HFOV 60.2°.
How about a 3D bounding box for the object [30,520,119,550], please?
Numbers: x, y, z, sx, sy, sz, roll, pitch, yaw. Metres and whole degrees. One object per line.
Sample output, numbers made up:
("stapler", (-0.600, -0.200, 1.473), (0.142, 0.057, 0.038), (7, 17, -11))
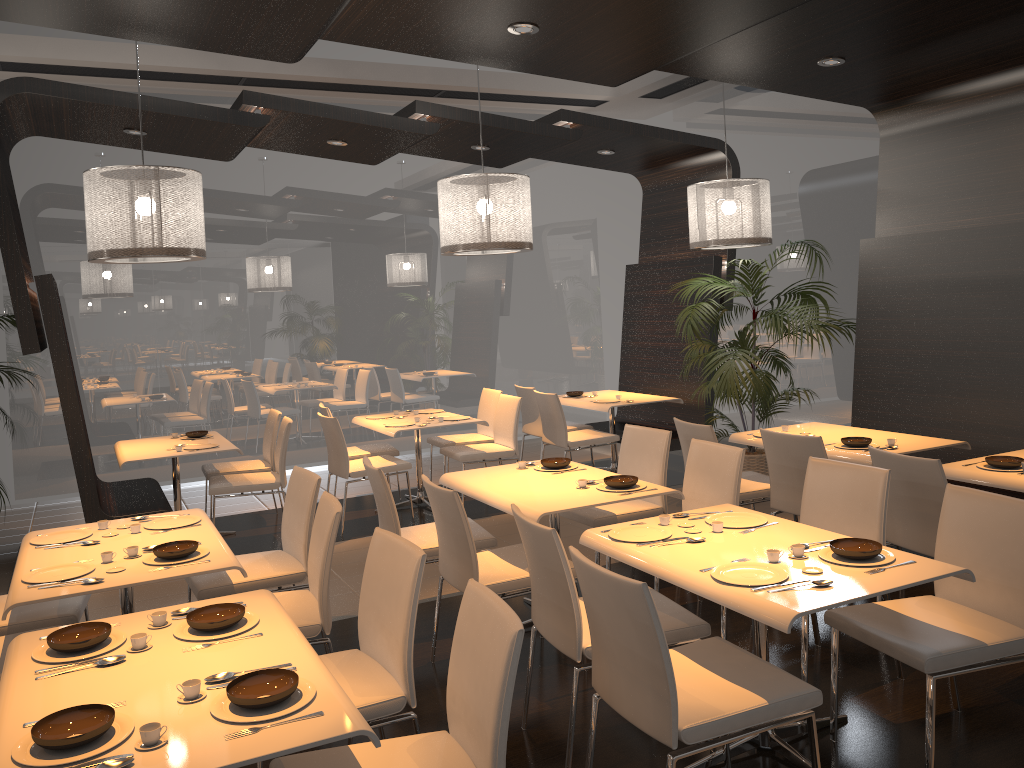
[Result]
("object", (-1.878, 0.646, 3.796), (0.336, 0.038, 0.377), (-6, 6, -32))

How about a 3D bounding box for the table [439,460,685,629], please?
("table", (0.338, 0.845, 4.562), (1.055, 0.724, 1.149), (-5, 4, -26))

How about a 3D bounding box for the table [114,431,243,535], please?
("table", (-2.473, 0.809, 6.531), (0.802, 0.724, 1.149), (-4, 4, -26))

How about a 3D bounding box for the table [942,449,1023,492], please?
("table", (2.712, 0.770, 4.050), (0.802, 0.724, 1.149), (-4, 4, -26))

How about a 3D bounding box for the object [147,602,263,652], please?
("object", (-0.914, 0.700, 2.629), (0.304, 0.044, 0.365), (-6, 6, -27))

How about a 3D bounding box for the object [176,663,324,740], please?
("object", (-0.629, 0.733, 2.109), (0.304, 0.044, 0.365), (-6, 6, -27))

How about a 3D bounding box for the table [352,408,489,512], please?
("table", (-0.774, 0.648, 7.353), (0.802, 0.724, 1.149), (-4, 4, -26))

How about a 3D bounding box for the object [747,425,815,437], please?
("object", (1.705, 0.304, 5.545), (0.336, 0.038, 0.377), (-6, 6, -32))

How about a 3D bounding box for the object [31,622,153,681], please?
("object", (-1.189, 0.726, 2.501), (0.304, 0.044, 0.365), (-6, 6, -27))

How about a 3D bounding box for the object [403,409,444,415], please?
("object", (-0.781, 0.231, 7.742), (0.336, 0.038, 0.377), (-7, 6, -37))

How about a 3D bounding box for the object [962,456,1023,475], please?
("object", (2.416, 0.381, 4.257), (0.304, 0.044, 0.365), (-6, 6, -27))

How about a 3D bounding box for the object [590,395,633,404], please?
("object", (0.903, 0.137, 7.823), (0.336, 0.038, 0.377), (-6, 6, -32))

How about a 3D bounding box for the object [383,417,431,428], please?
("object", (-0.818, 0.304, 6.958), (0.336, 0.038, 0.377), (-6, 6, -32))

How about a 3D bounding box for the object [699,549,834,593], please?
("object", (0.825, 0.596, 2.826), (0.336, 0.038, 0.377), (-6, 6, -32))

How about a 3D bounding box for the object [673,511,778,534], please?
("object", (0.827, 0.532, 3.530), (0.336, 0.038, 0.377), (-7, 6, -37))

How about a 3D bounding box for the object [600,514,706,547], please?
("object", (0.555, 0.560, 3.377), (0.336, 0.038, 0.377), (-6, 6, -32))

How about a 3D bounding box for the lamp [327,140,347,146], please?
("lamp", (-1.399, -1.943, 7.070), (0.161, 0.056, 0.161), (-6, 6, -31))

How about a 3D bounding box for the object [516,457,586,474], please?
("object", (0.202, 0.440, 4.856), (0.304, 0.044, 0.365), (-6, 6, -27))

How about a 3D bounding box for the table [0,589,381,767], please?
("table", (-0.878, 1.113, 2.297), (0.802, 0.724, 1.149), (-4, 4, -26))

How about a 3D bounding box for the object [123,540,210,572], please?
("object", (-1.337, 0.649, 3.427), (0.304, 0.044, 0.365), (-6, 6, -27))

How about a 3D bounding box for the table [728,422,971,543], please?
("table", (2.023, 0.685, 5.373), (0.802, 0.724, 1.149), (-4, 4, -26))

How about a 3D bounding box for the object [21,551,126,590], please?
("object", (-1.608, 0.683, 3.245), (0.336, 0.038, 0.377), (-6, 6, -32))

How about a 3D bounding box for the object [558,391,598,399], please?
("object", (0.635, 0.097, 8.380), (0.304, 0.044, 0.365), (-6, 6, -27))

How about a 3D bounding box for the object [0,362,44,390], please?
("object", (-4.579, 0.245, 6.560), (1.559, 2.057, 1.510), (-2, 3, 26))

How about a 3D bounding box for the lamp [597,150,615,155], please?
("lamp", (0.870, -2.161, 8.185), (0.161, 0.056, 0.161), (-6, 6, -31))

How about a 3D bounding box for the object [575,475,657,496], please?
("object", (0.488, 0.479, 4.274), (0.304, 0.044, 0.365), (-6, 6, -27))

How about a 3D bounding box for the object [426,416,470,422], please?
("object", (-0.523, 0.269, 7.183), (0.336, 0.038, 0.377), (-7, 6, -37))

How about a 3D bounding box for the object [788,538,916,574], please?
("object", (1.120, 0.563, 2.987), (0.304, 0.044, 0.365), (-6, 6, -27))

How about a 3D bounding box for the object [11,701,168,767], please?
("object", (-0.926, 0.763, 1.938), (0.304, 0.044, 0.365), (-6, 6, -27))

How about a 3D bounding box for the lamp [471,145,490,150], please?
("lamp", (-0.274, -2.051, 7.623), (0.161, 0.056, 0.161), (-6, 6, -31))

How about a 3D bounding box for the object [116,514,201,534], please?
("object", (-1.594, 0.614, 3.993), (0.336, 0.038, 0.377), (-7, 6, -37))

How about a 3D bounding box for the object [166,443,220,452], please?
("object", (-2.281, 0.437, 6.318), (0.336, 0.038, 0.377), (-7, 6, -37))

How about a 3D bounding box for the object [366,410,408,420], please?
("object", (-1.059, 0.266, 7.517), (0.336, 0.038, 0.377), (-6, 6, -32))

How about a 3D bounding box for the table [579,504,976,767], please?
("table", (0.892, 0.943, 3.167), (0.802, 0.724, 1.149), (-4, 4, -26))

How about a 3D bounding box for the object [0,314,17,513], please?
("object", (-3.904, 0.290, 5.684), (1.565, 2.057, 1.505), (-4, 3, -32))

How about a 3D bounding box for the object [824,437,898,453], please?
("object", (1.997, 0.334, 5.018), (0.304, 0.044, 0.365), (-6, 6, -27))

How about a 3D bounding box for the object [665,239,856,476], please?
("object", (1.999, -0.144, 7.133), (1.506, 2.057, 1.564), (-3, 2, -13))

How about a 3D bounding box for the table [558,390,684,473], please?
("table", (0.934, 0.484, 8.185), (0.802, 0.724, 1.149), (-4, 4, -26))

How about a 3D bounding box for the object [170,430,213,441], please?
("object", (-2.479, 0.395, 6.859), (0.304, 0.044, 0.365), (-6, 6, -27))

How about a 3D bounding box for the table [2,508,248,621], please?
("table", (-1.569, 1.028, 3.620), (0.802, 0.724, 1.149), (-4, 4, -26))
